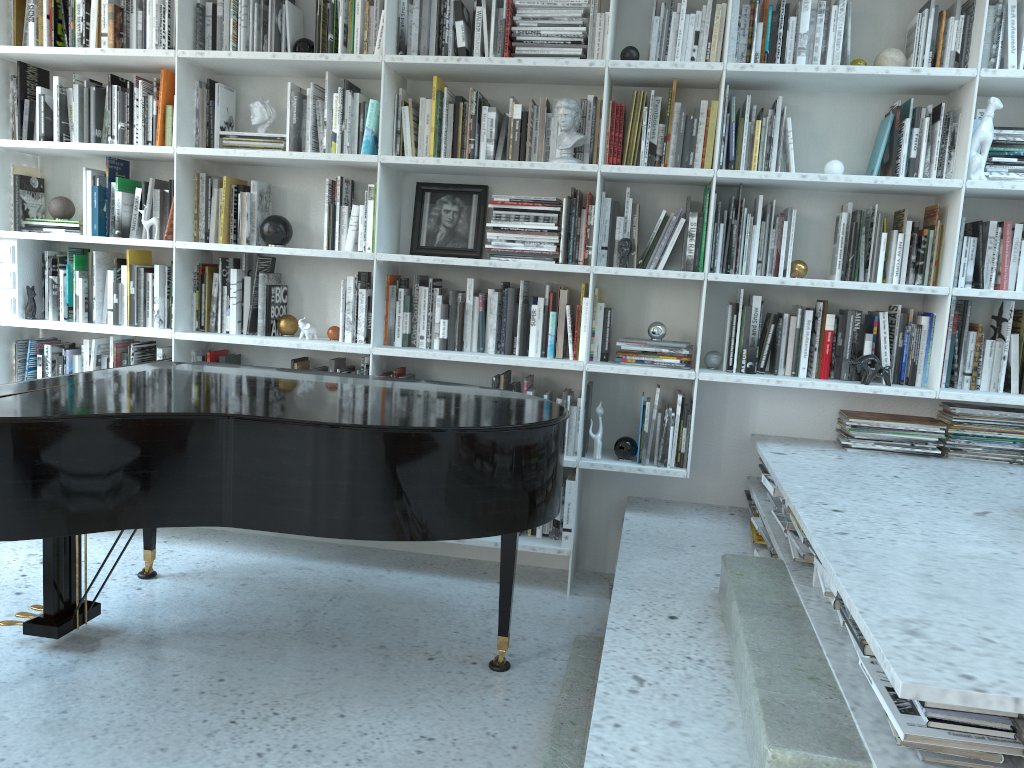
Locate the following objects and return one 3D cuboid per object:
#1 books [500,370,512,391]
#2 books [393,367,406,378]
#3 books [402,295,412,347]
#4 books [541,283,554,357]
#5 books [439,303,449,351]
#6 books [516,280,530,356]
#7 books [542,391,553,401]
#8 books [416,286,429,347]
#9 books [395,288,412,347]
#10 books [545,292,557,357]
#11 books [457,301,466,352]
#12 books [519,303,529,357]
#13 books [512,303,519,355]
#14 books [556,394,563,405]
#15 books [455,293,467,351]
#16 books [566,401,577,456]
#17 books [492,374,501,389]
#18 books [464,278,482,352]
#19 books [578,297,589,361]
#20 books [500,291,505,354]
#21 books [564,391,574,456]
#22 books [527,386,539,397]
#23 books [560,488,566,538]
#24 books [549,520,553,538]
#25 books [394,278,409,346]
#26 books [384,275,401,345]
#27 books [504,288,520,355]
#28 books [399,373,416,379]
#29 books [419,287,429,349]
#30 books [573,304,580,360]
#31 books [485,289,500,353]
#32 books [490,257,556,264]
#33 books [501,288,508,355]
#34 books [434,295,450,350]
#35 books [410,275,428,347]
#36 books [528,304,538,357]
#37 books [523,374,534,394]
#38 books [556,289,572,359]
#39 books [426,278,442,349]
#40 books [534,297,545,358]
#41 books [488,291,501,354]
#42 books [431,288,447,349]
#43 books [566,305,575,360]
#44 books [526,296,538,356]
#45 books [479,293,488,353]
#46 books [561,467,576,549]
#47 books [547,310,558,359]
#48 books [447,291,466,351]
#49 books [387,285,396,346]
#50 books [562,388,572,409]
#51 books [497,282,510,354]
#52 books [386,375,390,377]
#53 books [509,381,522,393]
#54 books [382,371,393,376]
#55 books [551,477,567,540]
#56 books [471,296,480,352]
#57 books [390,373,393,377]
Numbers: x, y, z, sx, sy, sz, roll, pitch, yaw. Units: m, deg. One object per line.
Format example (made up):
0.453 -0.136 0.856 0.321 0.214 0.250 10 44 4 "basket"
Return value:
-0.032 0.103 3.558 0.013 0.303 0.181 5 8 9 "books"
-0.466 0.076 3.632 0.012 0.285 0.137 5 8 9 "books"
-0.413 -0.261 3.648 0.024 0.208 0.169 5 7 9 "books"
0.142 -0.259 3.557 0.014 0.294 0.137 5 8 9 "books"
-0.258 -0.234 3.607 0.029 0.184 0.174 5 7 9 "books"
0.045 -0.267 3.564 0.012 0.297 0.177 5 8 9 "books"
0.135 0.150 3.550 0.024 0.233 0.146 5 8 9 "books"
-0.360 -0.278 3.649 0.024 0.248 0.132 5 8 9 "books"
-0.439 -0.275 3.639 0.027 0.234 0.167 5 7 9 "books"
0.156 -0.240 3.565 0.014 0.256 0.144 5 8 9 "books"
-0.189 -0.235 3.600 0.023 0.197 0.165 5 7 9 "books"
0.059 -0.221 3.565 0.024 0.207 0.183 5 7 9 "books"
0.027 -0.223 3.583 0.021 0.203 0.128 5 8 9 "books"
0.176 0.157 3.563 0.053 0.220 0.132 5 8 9 "books"
-0.204 -0.255 3.613 0.013 0.230 0.138 5 8 9 "books"
0.244 0.177 3.537 0.027 0.197 0.146 5 7 9 "books"
-0.068 0.107 3.578 0.012 0.285 0.159 5 8 9 "books"
-0.160 -0.282 3.603 0.026 0.292 0.151 5 8 9 "books"
0.296 -0.220 3.516 0.033 0.246 0.176 5 7 9 "books"
-0.024 -0.252 3.591 0.011 0.252 0.158 5 8 9 "books"
0.227 0.154 3.535 0.010 0.239 0.167 5 7 9 "books"
0.075 0.141 3.545 0.021 0.245 0.179 5 7 9 "books"
0.220 0.524 3.637 0.023 0.182 0.148 5 7 9 "books"
0.176 0.484 3.633 0.012 0.256 0.176 5 7 9 "books"
-0.455 -0.298 3.649 0.011 0.276 0.145 5 8 9 "books"
-0.493 -0.307 3.665 0.012 0.285 0.159 5 8 9 "books"
0.003 -0.254 3.569 0.028 0.265 0.161 5 8 9 "books"
-0.432 0.093 3.614 0.021 0.260 0.169 5 8 9 "books"
-0.337 -0.273 3.628 0.027 0.246 0.179 5 7 9 "books"
0.264 -0.208 3.528 0.011 0.217 0.166 5 7 9 "books"
-0.079 -0.259 3.609 0.025 0.255 0.136 5 8 9 "books"
0.049 -0.490 3.541 0.254 0.012 0.160 4 7 5 "books"
-0.015 -0.255 3.579 0.010 0.262 0.181 5 7 9 "books"
-0.281 -0.253 3.613 0.023 0.218 0.174 5 7 9 "books"
-0.382 -0.302 3.656 0.027 0.291 0.140 5 8 9 "books"
0.096 -0.216 3.558 0.023 0.205 0.167 5 7 9 "books"
0.060 0.115 3.548 0.015 0.294 0.169 5 8 9 "books"
0.207 -0.242 3.543 0.026 0.272 0.174 5 8 9 "books"
-0.317 -0.289 3.619 0.013 0.282 0.166 5 8 9 "books"
0.120 -0.229 3.553 0.023 0.235 0.174 5 7 9 "books"
-0.059 -0.249 3.580 0.026 0.246 0.191 5 7 9 "books"
-0.299 -0.271 3.637 0.021 0.245 0.141 5 8 9 "books"
0.238 -0.208 3.531 0.042 0.212 0.169 5 7 9 "books"
0.081 -0.234 3.571 0.014 0.235 0.154 5 8 9 "books"
-0.110 -0.251 3.600 0.031 0.237 0.158 5 8 9 "books"
0.242 0.491 3.559 0.038 0.269 0.276 5 7 9 "books"
0.168 -0.199 3.543 0.023 0.183 0.168 5 7 9 "books"
-0.226 -0.259 3.606 0.029 0.238 0.165 5 7 9 "books"
-0.474 -0.285 3.662 0.029 0.244 0.153 5 8 9 "books"
0.212 0.147 3.544 0.022 0.249 0.129 5 8 9 "books"
-0.034 -0.271 3.597 0.014 0.287 0.134 5 8 9 "books"
-0.498 0.091 3.628 0.026 0.252 0.182 5 7 9 "books"
0.023 0.125 3.582 0.066 0.261 0.132 5 8 9 "books"
-0.514 0.083 3.650 0.014 0.261 0.131 5 8 9 "books"
0.194 0.506 3.626 0.029 0.218 0.190 5 7 9 "books"
-0.136 -0.246 3.613 0.025 0.221 0.140 5 8 9 "books"
-0.477 0.084 3.641 0.011 0.266 0.152 5 8 9 "books"
